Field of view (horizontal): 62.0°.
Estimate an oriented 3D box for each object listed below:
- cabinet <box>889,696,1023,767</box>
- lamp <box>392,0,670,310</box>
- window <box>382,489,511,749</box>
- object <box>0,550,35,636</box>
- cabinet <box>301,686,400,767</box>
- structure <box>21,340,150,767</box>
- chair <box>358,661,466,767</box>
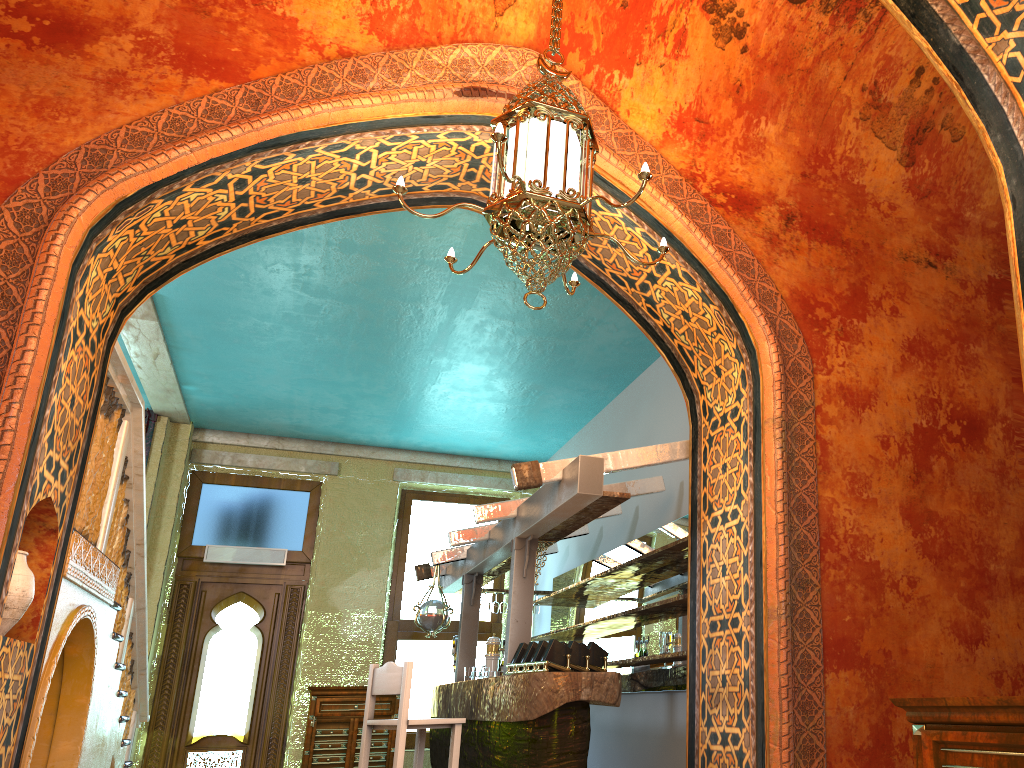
[{"bbox_3d":[1.765,1.440,2.440,0.533,1.034,1.407,7,-20,-14],"label":"cabinet"},{"bbox_3d":[0.183,-1.439,4.110,1.400,2.325,1.051,8,-19,-18],"label":"lamp"},{"bbox_3d":[-0.894,3.169,11.671,1.671,3.361,0.082,10,-18,-22],"label":"window"},{"bbox_3d":[-2.318,0.948,3.851,0.257,0.377,0.251,3,-18,-2],"label":"object"},{"bbox_3d":[-1.970,4.366,10.381,1.214,1.281,0.574,9,-19,-21],"label":"cabinet"},{"bbox_3d":[-3.910,1.992,6.480,1.943,3.086,5.534,7,-21,-14],"label":"structure"},{"bbox_3d":[-0.700,2.605,5.856,0.557,1.313,0.453,19,-23,-41],"label":"chair"}]
